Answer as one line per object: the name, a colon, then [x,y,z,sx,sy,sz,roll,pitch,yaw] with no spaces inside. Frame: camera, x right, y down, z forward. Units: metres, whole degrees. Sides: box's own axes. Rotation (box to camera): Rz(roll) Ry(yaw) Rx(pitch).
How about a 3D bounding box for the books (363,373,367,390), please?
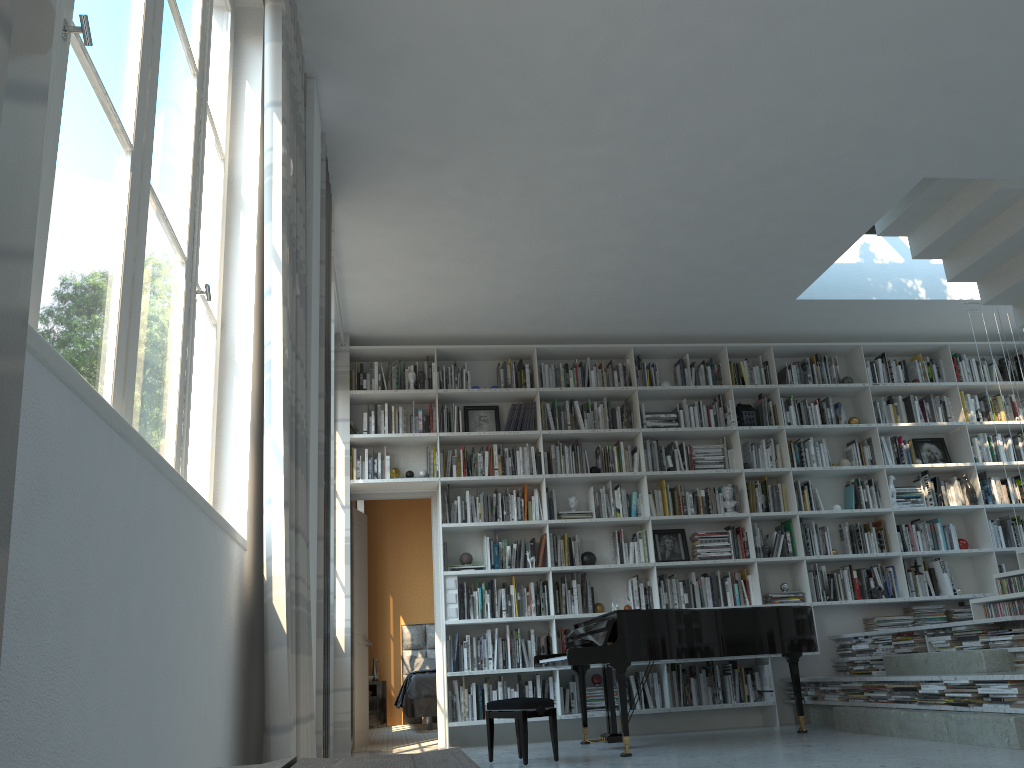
books: [-1.219,0.025,7.363,0.028,0.186,0.182,-1,-18,-8]

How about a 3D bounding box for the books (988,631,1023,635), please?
books: [3.029,1.510,5.386,0.132,0.009,0.270,-2,-18,-4]

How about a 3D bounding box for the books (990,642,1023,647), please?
books: [3.021,1.575,5.364,0.161,0.014,0.213,-2,-18,-4]

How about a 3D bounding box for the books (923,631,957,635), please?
books: [2.920,1.664,5.942,0.192,0.014,0.257,1,-19,-12]

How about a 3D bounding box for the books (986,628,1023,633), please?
books: [3.025,1.499,5.389,0.149,0.014,0.229,0,-19,-10]

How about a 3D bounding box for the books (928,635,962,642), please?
books: [2.935,1.700,5.932,0.174,0.029,0.251,0,-19,-10]

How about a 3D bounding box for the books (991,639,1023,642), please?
books: [3.032,1.551,5.373,0.134,0.006,0.228,-2,-18,-4]

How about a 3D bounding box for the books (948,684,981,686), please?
books: [2.588,1.679,4.953,0.133,0.008,0.285,1,-19,-12]

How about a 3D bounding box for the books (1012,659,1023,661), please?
books: [3.075,1.589,5.131,0.292,0.012,0.160,-2,-18,-5]

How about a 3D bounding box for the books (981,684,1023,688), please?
books: [2.613,1.586,4.662,0.165,0.015,0.244,-2,-18,-4]

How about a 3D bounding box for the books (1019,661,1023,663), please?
books: [3.076,1.600,5.124,0.210,0.012,0.169,-2,-18,-4]

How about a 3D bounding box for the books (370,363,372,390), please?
books: [-1.173,-0.018,7.393,0.010,0.280,0.161,-1,-18,-8]

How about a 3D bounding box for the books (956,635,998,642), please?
books: [2.978,1.615,5.640,0.177,0.026,0.231,-1,-18,-8]

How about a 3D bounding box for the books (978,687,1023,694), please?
books: [2.614,1.606,4.656,0.156,0.027,0.288,1,-19,-13]

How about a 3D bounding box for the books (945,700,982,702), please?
books: [2.569,1.755,4.925,0.191,0.006,0.276,-1,-18,-6]

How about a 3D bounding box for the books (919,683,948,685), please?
books: [2.543,1.767,5.238,0.139,0.013,0.289,-2,-18,-3]

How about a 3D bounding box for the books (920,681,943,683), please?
books: [2.542,1.755,5.242,0.157,0.014,0.216,-1,-18,-6]

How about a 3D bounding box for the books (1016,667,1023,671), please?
books: [3.080,1.630,5.100,0.262,0.023,0.201,0,-19,-10]

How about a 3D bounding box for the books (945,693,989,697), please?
books: [2.570,1.726,4.935,0.191,0.015,0.247,-1,-18,-7]

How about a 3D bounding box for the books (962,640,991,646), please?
books: [2.989,1.641,5.633,0.155,0.028,0.190,-1,-18,-7]

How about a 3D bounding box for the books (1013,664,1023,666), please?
books: [3.076,1.615,5.126,0.285,0.008,0.160,0,-19,-10]

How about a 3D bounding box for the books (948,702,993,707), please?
books: [2.566,1.773,4.919,0.191,0.016,0.209,-2,-18,-3]

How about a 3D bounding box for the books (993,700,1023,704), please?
books: [2.642,1.660,4.642,0.132,0.014,0.206,-1,-18,-8]

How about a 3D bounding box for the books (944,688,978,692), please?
books: [2.570,1.703,4.942,0.168,0.013,0.282,1,-19,-13]

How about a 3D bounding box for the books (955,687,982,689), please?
books: [2.591,1.692,4.949,0.133,0.009,0.210,-2,-18,-4]

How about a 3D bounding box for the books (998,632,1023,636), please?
books: [3.056,1.519,5.387,0.091,0.011,0.190,0,-19,-10]

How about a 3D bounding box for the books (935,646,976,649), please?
books: [2.962,1.756,5.917,0.136,0.013,0.259,-1,-18,-8]

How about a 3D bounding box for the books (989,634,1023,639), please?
books: [3.035,1.530,5.381,0.137,0.012,0.243,-1,-18,-7]

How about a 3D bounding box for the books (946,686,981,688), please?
books: [2.577,1.686,4.949,0.175,0.006,0.252,-1,-18,-8]

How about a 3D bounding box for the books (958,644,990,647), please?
books: [2.984,1.658,5.627,0.154,0.007,0.293,-2,-18,-5]

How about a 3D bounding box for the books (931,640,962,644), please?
books: [2.931,1.721,5.924,0.178,0.015,0.188,-2,-18,-3]

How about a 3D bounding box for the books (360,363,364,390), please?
books: [-1.248,-0.014,7.371,0.025,0.268,0.177,-1,-18,-8]

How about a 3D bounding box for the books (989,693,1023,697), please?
books: [2.636,1.628,4.652,0.137,0.019,0.225,-1,-18,-7]

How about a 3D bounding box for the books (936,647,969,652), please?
books: [2.953,1.770,5.911,0.132,0.016,0.263,-2,-18,-3]

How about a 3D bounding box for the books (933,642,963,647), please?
books: [2.943,1.739,5.920,0.167,0.024,0.193,-1,-18,-7]

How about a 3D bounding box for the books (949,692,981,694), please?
books: [2.582,1.717,4.939,0.150,0.004,0.291,-2,-18,-4]

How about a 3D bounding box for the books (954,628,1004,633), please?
books: [2.974,1.574,5.653,0.171,0.007,0.261,0,-19,-10]

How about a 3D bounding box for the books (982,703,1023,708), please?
books: [2.613,1.675,4.633,0.184,0.017,0.231,-1,-18,-6]

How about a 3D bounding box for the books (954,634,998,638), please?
books: [2.972,1.599,5.645,0.187,0.009,0.251,-1,-18,-8]

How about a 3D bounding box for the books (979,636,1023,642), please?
books: [3.011,1.543,5.373,0.184,0.014,0.298,0,-19,-9]

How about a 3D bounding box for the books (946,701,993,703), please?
books: [2.576,1.761,4.924,0.178,0.009,0.277,0,-19,-10]

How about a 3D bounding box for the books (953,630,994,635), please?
books: [2.973,1.583,5.650,0.168,0.013,0.282,0,-19,-11]

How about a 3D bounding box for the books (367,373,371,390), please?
books: [-1.193,0.028,7.392,0.031,0.195,0.145,-1,-18,-8]

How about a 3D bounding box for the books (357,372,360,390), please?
books: [-1.271,0.023,7.361,0.024,0.194,0.167,-1,-18,-8]

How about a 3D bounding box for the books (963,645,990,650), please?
books: [2.989,1.670,5.623,0.142,0.020,0.231,-2,-18,-3]

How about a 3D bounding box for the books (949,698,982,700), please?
books: [2.583,1.749,4.929,0.170,0.006,0.269,-1,-18,-8]

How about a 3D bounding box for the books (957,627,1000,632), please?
books: [2.973,1.566,5.655,0.170,0.008,0.209,-2,-18,-5]

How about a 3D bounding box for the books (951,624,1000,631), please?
books: [2.958,1.553,5.658,0.189,0.022,0.238,-2,-18,-3]

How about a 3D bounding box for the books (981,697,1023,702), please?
books: [2.605,1.645,4.642,0.187,0.017,0.206,-2,-18,-3]

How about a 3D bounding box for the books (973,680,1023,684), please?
books: [2.598,1.563,4.668,0.192,0.014,0.257,1,-19,-12]

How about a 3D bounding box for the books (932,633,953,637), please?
books: [2.944,1.678,5.940,0.145,0.017,0.209,1,-19,-13]

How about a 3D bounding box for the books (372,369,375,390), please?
books: [-1.156,0.010,7.395,0.024,0.226,0.158,-1,-18,-8]

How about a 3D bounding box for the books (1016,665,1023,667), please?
books: [3.077,1.622,5.124,0.264,0.006,0.165,-1,-18,-7]

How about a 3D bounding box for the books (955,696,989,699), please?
books: [2.591,1.739,4.933,0.154,0.014,0.197,-1,-18,-8]

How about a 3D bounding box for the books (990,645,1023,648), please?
books: [3.037,1.585,5.363,0.144,0.009,0.250,-1,-18,-8]

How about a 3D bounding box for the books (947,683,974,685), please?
books: [2.567,1.670,4.952,0.178,0.010,0.196,-2,-18,-3]

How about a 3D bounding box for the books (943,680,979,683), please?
books: [2.565,1.658,4.956,0.182,0.016,0.257,-2,-18,-5]

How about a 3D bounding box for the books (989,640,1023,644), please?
books: [3.026,1.561,5.369,0.152,0.015,0.208,0,-19,-11]

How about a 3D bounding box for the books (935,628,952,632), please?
books: [2.949,1.650,5.950,0.134,0.014,0.182,-2,-18,-3]

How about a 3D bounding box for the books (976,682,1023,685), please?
books: [2.606,1.575,4.665,0.176,0.010,0.267,1,-19,-12]
